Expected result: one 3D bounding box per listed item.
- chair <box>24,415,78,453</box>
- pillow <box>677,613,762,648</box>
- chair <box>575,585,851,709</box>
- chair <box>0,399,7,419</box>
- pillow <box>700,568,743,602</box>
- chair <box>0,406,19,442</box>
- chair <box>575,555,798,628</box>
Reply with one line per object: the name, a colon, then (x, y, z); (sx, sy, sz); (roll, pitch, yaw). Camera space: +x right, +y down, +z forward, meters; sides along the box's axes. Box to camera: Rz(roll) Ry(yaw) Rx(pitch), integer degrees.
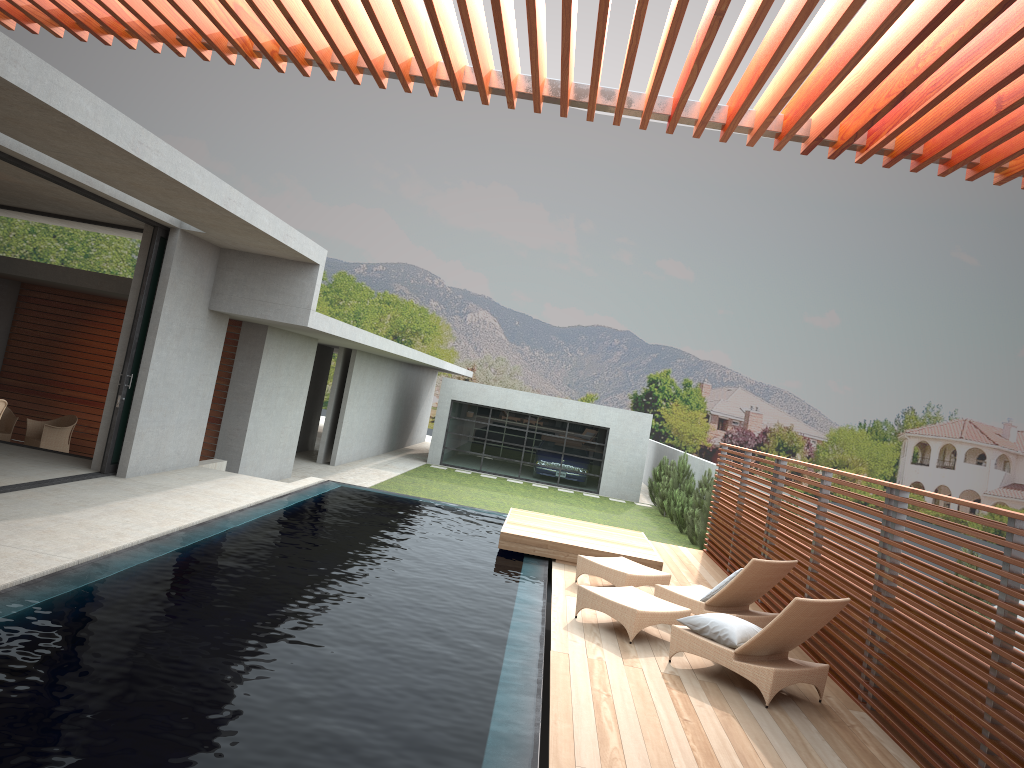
chair: (-7.503, 0.907, 14.362); (0.620, 0.870, 0.623); (8, -5, 33)
pillow: (1.746, 1.976, 7.143); (0.590, 0.195, 0.596); (11, -2, -40)
chair: (1.583, 1.892, 7.439); (0.694, 0.833, 2.303); (13, -3, -37)
chair: (-5.878, 0.535, 9.491); (0.630, 0.870, 0.613); (10, -4, 3)
pillow: (2.196, 1.944, 8.508); (0.603, 0.430, 0.428); (12, -4, -38)
chair: (-8.396, 0.746, 14.255); (0.611, 0.870, 0.632); (14, -5, -42)
chair: (1.713, 1.937, 9.105); (0.694, 0.833, 2.303); (13, -3, -38)
